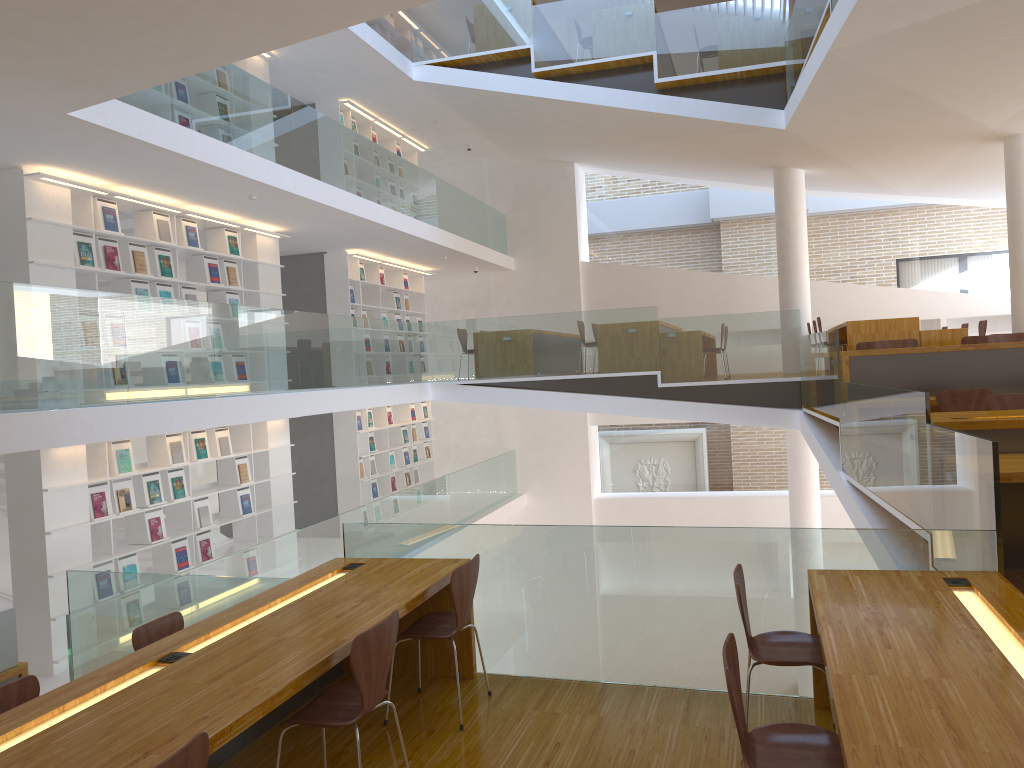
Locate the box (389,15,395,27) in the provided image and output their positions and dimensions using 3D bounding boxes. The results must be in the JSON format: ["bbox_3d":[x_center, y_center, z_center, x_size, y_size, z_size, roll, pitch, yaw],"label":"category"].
[{"bbox_3d":[-1.984,-5.666,13.972,0.274,0.296,0.245,-3,1,16],"label":"box"}]

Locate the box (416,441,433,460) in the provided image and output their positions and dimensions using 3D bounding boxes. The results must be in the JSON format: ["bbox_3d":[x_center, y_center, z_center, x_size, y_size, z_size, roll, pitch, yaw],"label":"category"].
[{"bbox_3d":[-1.478,1.088,14.586,0.274,0.296,0.245,-3,1,16],"label":"box"}]

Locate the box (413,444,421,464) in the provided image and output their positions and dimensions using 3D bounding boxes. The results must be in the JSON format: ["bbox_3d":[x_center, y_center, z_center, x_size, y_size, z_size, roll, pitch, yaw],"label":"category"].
[{"bbox_3d":[-1.628,1.104,14.058,0.274,0.296,0.245,-3,1,16],"label":"box"}]

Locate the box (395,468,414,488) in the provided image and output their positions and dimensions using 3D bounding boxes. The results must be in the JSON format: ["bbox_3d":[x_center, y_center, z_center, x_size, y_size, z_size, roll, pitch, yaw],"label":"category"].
[{"bbox_3d":[-1.703,1.441,13.737,0.274,0.296,0.245,-3,1,16],"label":"box"}]

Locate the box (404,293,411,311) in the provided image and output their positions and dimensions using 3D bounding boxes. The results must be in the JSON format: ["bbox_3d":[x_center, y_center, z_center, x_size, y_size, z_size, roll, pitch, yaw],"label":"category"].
[{"bbox_3d":[-1.752,-1.283,14.034,0.274,0.296,0.245,-3,1,16],"label":"box"}]

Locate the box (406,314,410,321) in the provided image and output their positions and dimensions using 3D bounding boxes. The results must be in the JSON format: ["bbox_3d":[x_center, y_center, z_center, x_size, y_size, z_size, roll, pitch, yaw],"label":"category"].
[{"bbox_3d":[-1.737,-0.954,14.029,0.274,0.296,0.245,-3,1,16],"label":"box"}]

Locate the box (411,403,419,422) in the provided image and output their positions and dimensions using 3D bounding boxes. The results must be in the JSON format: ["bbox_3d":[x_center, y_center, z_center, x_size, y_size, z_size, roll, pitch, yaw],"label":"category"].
[{"bbox_3d":[-1.660,0.448,14.058,0.274,0.296,0.245,-3,1,16],"label":"box"}]

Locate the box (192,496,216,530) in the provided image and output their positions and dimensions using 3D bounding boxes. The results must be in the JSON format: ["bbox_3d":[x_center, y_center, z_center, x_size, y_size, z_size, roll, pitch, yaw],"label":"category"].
[{"bbox_3d":[-3.095,1.258,8.670,0.274,0.296,0.245,-3,1,16],"label":"box"}]

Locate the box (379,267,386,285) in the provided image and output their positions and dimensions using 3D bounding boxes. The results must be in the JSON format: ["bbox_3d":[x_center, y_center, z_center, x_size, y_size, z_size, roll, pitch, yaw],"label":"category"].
[{"bbox_3d":[-2.019,-1.586,13.142,0.274,0.296,0.245,-3,1,16],"label":"box"}]

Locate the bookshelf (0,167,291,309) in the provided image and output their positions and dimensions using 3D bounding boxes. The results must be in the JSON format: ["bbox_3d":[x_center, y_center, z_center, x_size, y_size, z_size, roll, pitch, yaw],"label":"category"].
[{"bbox_3d":[-3.240,-0.781,8.504,0.498,1.836,3.666,-3,1,16],"label":"bookshelf"}]

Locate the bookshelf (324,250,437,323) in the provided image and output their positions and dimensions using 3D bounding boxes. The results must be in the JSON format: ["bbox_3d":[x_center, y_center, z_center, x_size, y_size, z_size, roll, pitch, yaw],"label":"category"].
[{"bbox_3d":[-1.852,-0.924,13.372,0.498,1.836,2.984,-3,1,16],"label":"bookshelf"}]

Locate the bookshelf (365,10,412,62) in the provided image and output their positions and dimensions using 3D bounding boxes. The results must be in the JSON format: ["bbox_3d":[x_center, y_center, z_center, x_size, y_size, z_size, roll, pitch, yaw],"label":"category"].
[{"bbox_3d":[-2.067,-4.980,13.314,0.498,1.836,2.984,-3,1,16],"label":"bookshelf"}]

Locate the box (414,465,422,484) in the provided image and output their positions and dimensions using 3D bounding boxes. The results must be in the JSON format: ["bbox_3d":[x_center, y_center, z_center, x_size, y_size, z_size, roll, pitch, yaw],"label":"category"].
[{"bbox_3d":[-1.605,1.431,14.081,0.274,0.296,0.245,-3,1,16],"label":"box"}]

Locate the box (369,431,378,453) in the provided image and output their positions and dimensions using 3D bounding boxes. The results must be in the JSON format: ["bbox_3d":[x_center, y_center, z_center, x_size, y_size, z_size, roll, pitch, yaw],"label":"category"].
[{"bbox_3d":[-2.074,0.815,12.548,0.274,0.296,0.245,-3,1,16],"label":"box"}]

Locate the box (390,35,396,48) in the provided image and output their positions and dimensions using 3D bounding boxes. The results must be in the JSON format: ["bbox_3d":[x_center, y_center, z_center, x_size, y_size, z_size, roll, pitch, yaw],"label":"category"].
[{"bbox_3d":[-1.967,-5.338,13.977,0.274,0.296,0.245,-3,1,16],"label":"box"}]

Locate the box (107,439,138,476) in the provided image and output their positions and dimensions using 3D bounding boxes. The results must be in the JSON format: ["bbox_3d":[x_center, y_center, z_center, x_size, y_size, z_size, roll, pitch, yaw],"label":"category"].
[{"bbox_3d":[-3.422,0.632,7.634,0.274,0.296,0.245,-3,1,16],"label":"box"}]

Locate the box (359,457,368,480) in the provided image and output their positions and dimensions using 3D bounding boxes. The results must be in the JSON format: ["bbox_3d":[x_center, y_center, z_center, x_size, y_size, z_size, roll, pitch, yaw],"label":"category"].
[{"bbox_3d":[-2.165,1.159,12.170,0.274,0.296,0.245,-3,1,16],"label":"box"}]

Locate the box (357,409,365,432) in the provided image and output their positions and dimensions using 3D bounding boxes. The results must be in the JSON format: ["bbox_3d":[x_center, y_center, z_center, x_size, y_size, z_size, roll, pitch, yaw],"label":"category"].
[{"bbox_3d":[-2.199,0.506,12.162,0.274,0.296,0.245,-3,1,16],"label":"box"}]

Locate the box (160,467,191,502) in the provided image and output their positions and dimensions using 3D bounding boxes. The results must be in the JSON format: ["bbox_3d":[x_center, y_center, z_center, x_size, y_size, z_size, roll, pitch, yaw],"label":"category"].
[{"bbox_3d":[-3.212,0.941,8.315,0.274,0.296,0.245,-3,1,16],"label":"box"}]

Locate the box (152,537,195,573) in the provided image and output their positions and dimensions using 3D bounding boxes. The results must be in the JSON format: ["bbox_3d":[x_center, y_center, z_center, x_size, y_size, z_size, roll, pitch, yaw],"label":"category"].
[{"bbox_3d":[-3.179,1.597,8.319,0.274,0.296,0.245,-3,1,16],"label":"box"}]

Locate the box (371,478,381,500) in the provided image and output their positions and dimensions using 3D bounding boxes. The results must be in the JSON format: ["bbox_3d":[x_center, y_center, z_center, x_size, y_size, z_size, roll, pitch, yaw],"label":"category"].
[{"bbox_3d":[-2.034,1.475,12.573,0.274,0.296,0.245,-3,1,16],"label":"box"}]

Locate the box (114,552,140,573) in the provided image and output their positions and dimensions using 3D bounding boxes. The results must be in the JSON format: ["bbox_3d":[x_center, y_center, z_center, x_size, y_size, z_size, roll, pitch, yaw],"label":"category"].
[{"bbox_3d":[-3.371,1.617,7.643,0.274,0.296,0.245,-3,1,16],"label":"box"}]

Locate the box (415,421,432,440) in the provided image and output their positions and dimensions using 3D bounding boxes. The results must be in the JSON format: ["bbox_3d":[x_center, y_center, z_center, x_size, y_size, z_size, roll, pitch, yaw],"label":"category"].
[{"bbox_3d":[-1.499,0.760,14.568,0.274,0.296,0.245,-3,1,16],"label":"box"}]

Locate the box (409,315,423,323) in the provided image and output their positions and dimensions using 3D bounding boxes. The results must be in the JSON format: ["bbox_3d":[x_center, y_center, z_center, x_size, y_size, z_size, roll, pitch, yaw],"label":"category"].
[{"bbox_3d":[-1.591,-0.970,14.544,0.274,0.296,0.245,-3,1,16],"label":"box"}]

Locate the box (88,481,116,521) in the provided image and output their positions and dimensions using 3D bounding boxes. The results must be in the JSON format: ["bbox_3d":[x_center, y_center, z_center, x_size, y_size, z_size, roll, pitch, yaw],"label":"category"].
[{"bbox_3d":[-3.488,0.968,7.346,0.274,0.296,0.245,-3,1,16],"label":"box"}]

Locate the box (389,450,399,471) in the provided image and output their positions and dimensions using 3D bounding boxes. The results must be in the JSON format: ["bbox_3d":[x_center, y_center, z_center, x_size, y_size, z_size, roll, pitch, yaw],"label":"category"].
[{"bbox_3d":[-1.871,1.129,13.202,0.274,0.296,0.245,-3,1,16],"label":"box"}]

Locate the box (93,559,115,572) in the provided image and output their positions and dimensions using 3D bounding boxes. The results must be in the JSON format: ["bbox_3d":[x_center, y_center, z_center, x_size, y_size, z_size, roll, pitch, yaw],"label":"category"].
[{"bbox_3d":[-3.452,1.625,7.359,0.274,0.296,0.245,-3,1,16],"label":"box"}]

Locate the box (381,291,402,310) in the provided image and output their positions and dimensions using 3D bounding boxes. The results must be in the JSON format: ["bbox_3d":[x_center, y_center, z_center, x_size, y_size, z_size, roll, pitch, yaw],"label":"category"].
[{"bbox_3d":[-1.851,-1.272,13.686,0.274,0.296,0.245,-3,1,16],"label":"box"}]

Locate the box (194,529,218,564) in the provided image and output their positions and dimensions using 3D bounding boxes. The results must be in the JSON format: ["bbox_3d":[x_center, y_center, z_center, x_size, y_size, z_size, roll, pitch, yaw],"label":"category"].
[{"bbox_3d":[-3.076,1.586,8.680,0.274,0.296,0.245,-3,1,16],"label":"box"}]

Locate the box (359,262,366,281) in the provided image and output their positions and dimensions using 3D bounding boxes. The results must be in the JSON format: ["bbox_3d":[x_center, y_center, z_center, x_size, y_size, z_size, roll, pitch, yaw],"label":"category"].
[{"bbox_3d":[-2.207,-1.565,12.491,0.274,0.296,0.245,-3,1,16],"label":"box"}]

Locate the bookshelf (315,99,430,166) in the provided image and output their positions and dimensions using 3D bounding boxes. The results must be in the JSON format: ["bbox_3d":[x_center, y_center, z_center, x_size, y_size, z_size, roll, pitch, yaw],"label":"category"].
[{"bbox_3d":[-1.960,-2.968,13.343,0.498,1.836,2.984,-3,1,16],"label":"bookshelf"}]

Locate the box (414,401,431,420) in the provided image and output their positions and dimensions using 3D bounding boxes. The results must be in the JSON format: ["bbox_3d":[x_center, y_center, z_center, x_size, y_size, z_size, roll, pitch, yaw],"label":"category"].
[{"bbox_3d":[-1.516,0.432,14.563,0.274,0.296,0.245,-3,1,16],"label":"box"}]

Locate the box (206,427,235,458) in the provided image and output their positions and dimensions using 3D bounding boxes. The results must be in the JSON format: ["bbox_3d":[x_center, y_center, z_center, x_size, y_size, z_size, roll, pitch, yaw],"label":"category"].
[{"bbox_3d":[-3.862,2.429,5.763,0.498,3.764,7.125,-3,1,16],"label":"box"}]

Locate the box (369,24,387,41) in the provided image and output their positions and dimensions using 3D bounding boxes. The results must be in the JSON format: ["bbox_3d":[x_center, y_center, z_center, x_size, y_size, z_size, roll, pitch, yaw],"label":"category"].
[{"bbox_3d":[-2.066,-5.327,13.629,0.274,0.296,0.245,-3,1,16],"label":"box"}]

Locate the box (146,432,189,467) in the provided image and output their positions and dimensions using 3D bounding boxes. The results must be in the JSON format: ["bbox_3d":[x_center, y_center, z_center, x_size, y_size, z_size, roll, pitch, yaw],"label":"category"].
[{"bbox_3d":[-3.228,0.612,8.316,0.274,0.296,0.245,-3,1,16],"label":"box"}]

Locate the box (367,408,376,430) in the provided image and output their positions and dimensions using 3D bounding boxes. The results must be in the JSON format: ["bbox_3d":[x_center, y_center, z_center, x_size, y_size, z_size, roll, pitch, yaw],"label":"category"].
[{"bbox_3d":[-2.098,0.493,12.520,0.274,0.296,0.245,-3,1,16],"label":"box"}]

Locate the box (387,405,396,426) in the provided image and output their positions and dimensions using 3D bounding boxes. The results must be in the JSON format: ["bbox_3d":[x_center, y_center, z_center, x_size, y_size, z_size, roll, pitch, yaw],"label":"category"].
[{"bbox_3d":[-1.910,0.472,13.171,0.274,0.296,0.245,-3,1,16],"label":"box"}]

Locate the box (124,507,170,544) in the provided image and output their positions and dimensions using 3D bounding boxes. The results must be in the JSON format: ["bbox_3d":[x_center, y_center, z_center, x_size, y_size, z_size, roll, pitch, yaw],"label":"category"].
[{"bbox_3d":[-3.288,1.271,7.992,0.274,0.296,0.245,-3,1,16],"label":"box"}]

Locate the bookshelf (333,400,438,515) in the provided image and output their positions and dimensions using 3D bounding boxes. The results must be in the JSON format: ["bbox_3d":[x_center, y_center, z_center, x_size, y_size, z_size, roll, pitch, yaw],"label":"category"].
[{"bbox_3d":[-1.743,1.134,13.401,0.498,1.836,2.984,-3,1,16],"label":"bookshelf"}]

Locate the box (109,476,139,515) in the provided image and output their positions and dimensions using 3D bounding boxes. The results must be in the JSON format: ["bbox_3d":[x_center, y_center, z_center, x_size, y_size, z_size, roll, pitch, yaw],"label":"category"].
[{"bbox_3d":[-3.417,0.961,7.642,0.274,0.296,0.245,-3,1,16],"label":"box"}]

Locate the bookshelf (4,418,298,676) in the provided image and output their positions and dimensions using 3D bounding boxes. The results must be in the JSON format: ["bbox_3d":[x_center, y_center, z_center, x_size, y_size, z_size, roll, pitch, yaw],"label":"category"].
[{"bbox_3d":[-3.179,1.279,8.547,0.397,1.836,3.666,-3,1,16],"label":"bookshelf"}]

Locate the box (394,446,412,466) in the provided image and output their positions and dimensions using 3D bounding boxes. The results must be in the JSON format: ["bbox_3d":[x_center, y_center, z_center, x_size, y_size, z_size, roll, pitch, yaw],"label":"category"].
[{"bbox_3d":[-1.724,1.114,13.720,0.274,0.296,0.245,-3,1,16],"label":"box"}]

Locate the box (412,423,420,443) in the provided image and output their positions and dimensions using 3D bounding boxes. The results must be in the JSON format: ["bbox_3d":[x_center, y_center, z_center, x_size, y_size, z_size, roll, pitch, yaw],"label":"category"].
[{"bbox_3d":[-1.643,0.775,14.063,0.274,0.296,0.245,-3,1,16],"label":"box"}]

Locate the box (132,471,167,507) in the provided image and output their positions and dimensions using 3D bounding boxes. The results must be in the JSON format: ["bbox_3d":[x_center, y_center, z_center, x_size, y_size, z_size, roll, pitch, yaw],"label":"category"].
[{"bbox_3d":[-3.307,0.943,7.982,0.274,0.296,0.245,-3,1,16],"label":"box"}]

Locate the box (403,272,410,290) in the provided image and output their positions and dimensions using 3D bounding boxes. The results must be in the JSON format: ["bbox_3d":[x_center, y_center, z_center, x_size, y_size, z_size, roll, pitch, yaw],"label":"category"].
[{"bbox_3d":[-1.769,-1.610,14.029,0.274,0.296,0.245,-3,1,16],"label":"box"}]

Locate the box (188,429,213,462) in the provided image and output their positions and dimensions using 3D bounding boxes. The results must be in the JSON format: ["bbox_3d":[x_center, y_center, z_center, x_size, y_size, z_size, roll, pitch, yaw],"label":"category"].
[{"bbox_3d":[-3.126,0.601,8.675,0.274,0.296,0.245,-3,1,16],"label":"box"}]

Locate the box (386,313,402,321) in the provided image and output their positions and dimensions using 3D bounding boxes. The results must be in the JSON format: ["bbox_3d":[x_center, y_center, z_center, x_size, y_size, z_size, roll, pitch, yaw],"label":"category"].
[{"bbox_3d":[-1.833,-0.944,13.691,0.274,0.296,0.245,-3,1,16],"label":"box"}]

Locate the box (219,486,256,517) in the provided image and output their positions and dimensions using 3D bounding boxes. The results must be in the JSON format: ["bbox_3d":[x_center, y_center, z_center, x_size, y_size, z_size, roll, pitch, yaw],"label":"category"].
[{"bbox_3d":[-2.897,1.238,9.366,0.274,0.296,0.245,-3,1,16],"label":"box"}]

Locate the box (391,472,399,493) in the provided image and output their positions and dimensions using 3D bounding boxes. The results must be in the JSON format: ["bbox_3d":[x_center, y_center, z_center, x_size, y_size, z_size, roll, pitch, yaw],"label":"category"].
[{"bbox_3d":[-1.858,1.457,13.194,0.274,0.296,0.245,-3,1,16],"label":"box"}]

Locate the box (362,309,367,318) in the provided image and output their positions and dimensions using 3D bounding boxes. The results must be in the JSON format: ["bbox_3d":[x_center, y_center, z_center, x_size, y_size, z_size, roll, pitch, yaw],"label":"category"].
[{"bbox_3d":[-2.171,-0.909,12.502,0.274,0.296,0.245,-3,1,16],"label":"box"}]

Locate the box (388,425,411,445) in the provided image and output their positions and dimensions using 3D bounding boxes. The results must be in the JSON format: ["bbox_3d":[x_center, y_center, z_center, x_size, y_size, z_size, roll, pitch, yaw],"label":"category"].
[{"bbox_3d":[-1.742,0.786,13.715,0.274,0.296,0.245,-3,1,16],"label":"box"}]

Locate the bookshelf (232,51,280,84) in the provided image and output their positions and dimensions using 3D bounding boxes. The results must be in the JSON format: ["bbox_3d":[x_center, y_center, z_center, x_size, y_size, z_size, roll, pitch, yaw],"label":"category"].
[{"bbox_3d":[-3.348,-2.825,8.476,0.498,1.836,3.666,-3,1,16],"label":"bookshelf"}]

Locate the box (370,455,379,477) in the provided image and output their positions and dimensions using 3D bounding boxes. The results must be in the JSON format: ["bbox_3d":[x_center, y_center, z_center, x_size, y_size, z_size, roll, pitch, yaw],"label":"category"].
[{"bbox_3d":[-2.062,1.148,12.531,0.274,0.296,0.245,-3,1,16],"label":"box"}]

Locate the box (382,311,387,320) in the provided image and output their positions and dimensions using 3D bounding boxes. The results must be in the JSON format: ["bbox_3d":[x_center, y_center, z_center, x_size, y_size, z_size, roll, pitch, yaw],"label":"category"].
[{"bbox_3d":[-1.980,-0.929,13.173,0.274,0.296,0.245,-3,1,16],"label":"box"}]

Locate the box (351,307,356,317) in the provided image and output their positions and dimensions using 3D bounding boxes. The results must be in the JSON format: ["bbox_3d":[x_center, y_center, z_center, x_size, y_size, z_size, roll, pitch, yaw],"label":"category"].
[{"bbox_3d":[-2.274,-0.899,12.141,0.274,0.296,0.245,-3,1,16],"label":"box"}]

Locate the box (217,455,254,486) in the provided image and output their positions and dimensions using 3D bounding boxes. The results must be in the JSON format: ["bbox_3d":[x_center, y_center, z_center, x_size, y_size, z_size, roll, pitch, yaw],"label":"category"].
[{"bbox_3d":[-2.915,0.910,9.360,0.274,0.296,0.245,-3,1,16],"label":"box"}]
